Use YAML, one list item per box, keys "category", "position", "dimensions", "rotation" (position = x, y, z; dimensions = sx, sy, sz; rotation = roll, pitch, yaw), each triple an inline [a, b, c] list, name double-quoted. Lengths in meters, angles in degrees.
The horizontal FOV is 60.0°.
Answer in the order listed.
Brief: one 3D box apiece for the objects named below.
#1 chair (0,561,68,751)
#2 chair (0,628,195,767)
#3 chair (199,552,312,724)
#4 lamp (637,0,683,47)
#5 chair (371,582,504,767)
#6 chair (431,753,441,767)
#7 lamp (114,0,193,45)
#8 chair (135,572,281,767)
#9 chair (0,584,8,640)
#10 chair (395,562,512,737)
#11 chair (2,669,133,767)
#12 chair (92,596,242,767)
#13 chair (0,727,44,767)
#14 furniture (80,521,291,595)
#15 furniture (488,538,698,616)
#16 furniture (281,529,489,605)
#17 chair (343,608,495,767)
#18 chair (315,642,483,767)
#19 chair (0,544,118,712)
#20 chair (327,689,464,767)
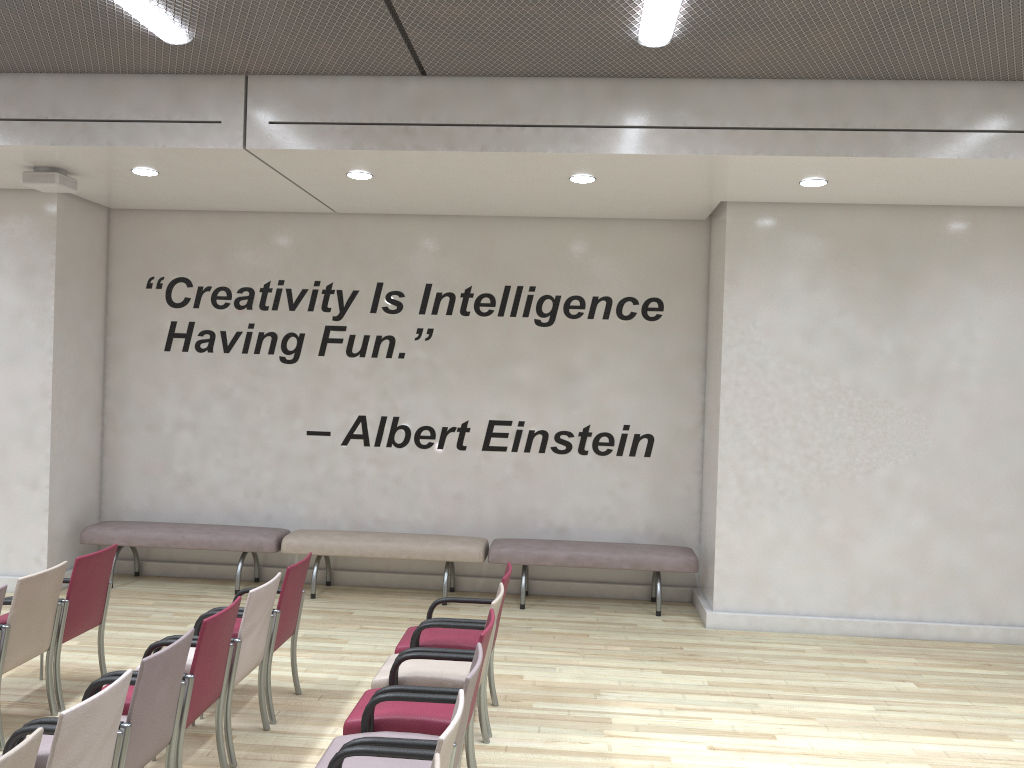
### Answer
- category: "chair"
  position: [-2.837, 1.437, 4.824]
  dimensions: [0.640, 0.890, 0.513]
  rotation: [2, 0, 3]
- category: "chair"
  position: [-1.690, 1.483, 3.624]
  dimensions: [0.640, 0.890, 0.513]
  rotation: [2, 0, 4]
- category: "chair"
  position: [-1.559, 1.475, 5.282]
  dimensions: [0.640, 0.890, 0.513]
  rotation: [2, 0, 4]
- category: "lamp"
  position: [0.710, -1.974, 3.520]
  dimensions: [0.198, 0.045, 3.304]
  rotation: [2, 0, 4]
- category: "chair"
  position: [-0.377, 1.517, 4.647]
  dimensions: [0.640, 0.890, 0.513]
  rotation: [2, 0, 5]
- category: "chair"
  position: [-0.538, 1.529, 2.440]
  dimensions: [0.640, 0.890, 0.513]
  rotation: [2, 0, 4]
- category: "lamp"
  position: [-2.146, -2.067, 3.724]
  dimensions: [0.198, 0.045, 3.304]
  rotation: [2, 0, 4]
- category: "chair"
  position: [-1.603, 1.477, 4.723]
  dimensions: [0.640, 0.890, 0.513]
  rotation: [2, 0, 5]
- category: "chair"
  position: [-2.863, 1.440, 4.270]
  dimensions: [0.640, 0.890, 0.513]
  rotation: [2, 0, 5]
- category: "chair"
  position: [-0.333, 1.515, 5.195]
  dimensions: [0.640, 0.890, 0.513]
  rotation: [2, 0, 3]
- category: "chair"
  position: [-1.726, 1.486, 3.084]
  dimensions: [0.640, 0.890, 0.513]
  rotation: [2, 0, 4]
- category: "chair"
  position: [-1.654, 1.480, 4.175]
  dimensions: [0.640, 0.890, 0.513]
  rotation: [2, 0, 3]
- category: "chair"
  position: [-1.765, 1.489, 2.536]
  dimensions: [0.640, 0.890, 0.513]
  rotation: [2, 0, 5]
- category: "furniture"
  position: [-2.994, 1.575, 8.167]
  dimensions: [1.833, 0.550, 0.530]
  rotation: [2, 0, 4]
- category: "furniture"
  position: [0.707, 1.696, 7.903]
  dimensions: [1.833, 0.550, 0.530]
  rotation: [2, 0, 4]
- category: "furniture"
  position: [-1.142, 1.635, 8.035]
  dimensions: [1.833, 0.550, 0.530]
  rotation: [2, 0, 4]
- category: "chair"
  position: [-0.415, 1.520, 4.100]
  dimensions: [0.640, 0.890, 0.513]
  rotation: [2, 0, 4]
- category: "chair"
  position: [-0.452, 1.523, 3.539]
  dimensions: [0.640, 0.890, 0.513]
  rotation: [2, 0, 3]
- category: "chair"
  position: [-2.793, 1.434, 5.362]
  dimensions: [0.640, 0.890, 0.513]
  rotation: [2, 0, 4]
- category: "chair"
  position: [-0.500, 1.526, 2.987]
  dimensions: [0.640, 0.890, 0.513]
  rotation: [2, 0, 5]
